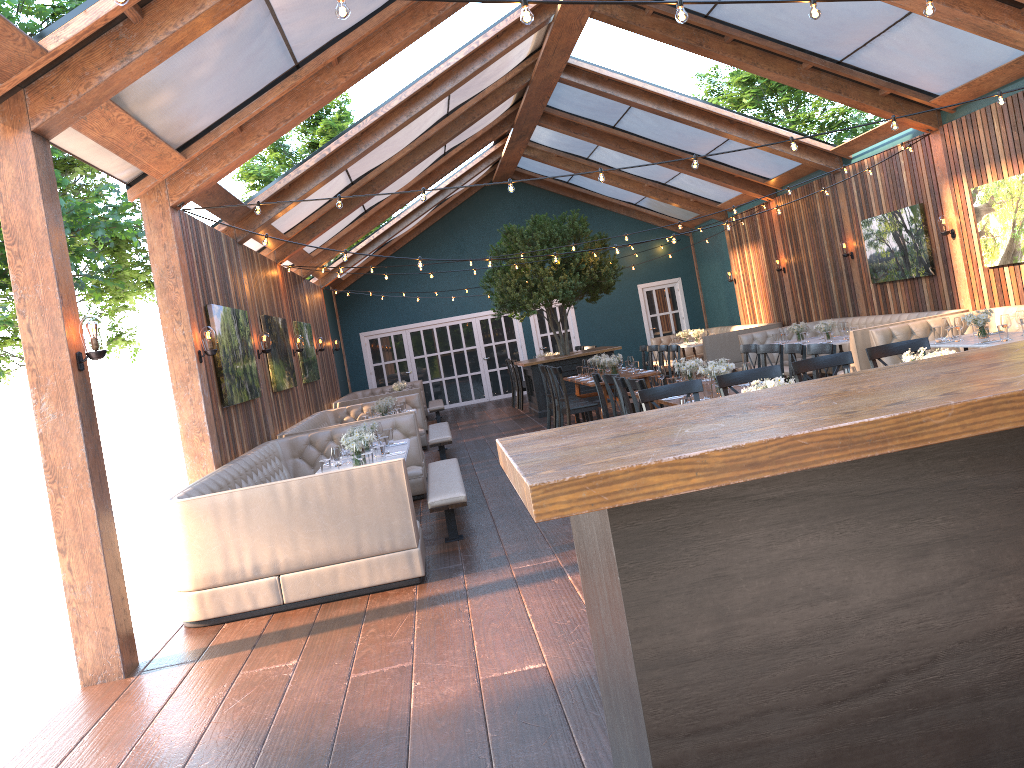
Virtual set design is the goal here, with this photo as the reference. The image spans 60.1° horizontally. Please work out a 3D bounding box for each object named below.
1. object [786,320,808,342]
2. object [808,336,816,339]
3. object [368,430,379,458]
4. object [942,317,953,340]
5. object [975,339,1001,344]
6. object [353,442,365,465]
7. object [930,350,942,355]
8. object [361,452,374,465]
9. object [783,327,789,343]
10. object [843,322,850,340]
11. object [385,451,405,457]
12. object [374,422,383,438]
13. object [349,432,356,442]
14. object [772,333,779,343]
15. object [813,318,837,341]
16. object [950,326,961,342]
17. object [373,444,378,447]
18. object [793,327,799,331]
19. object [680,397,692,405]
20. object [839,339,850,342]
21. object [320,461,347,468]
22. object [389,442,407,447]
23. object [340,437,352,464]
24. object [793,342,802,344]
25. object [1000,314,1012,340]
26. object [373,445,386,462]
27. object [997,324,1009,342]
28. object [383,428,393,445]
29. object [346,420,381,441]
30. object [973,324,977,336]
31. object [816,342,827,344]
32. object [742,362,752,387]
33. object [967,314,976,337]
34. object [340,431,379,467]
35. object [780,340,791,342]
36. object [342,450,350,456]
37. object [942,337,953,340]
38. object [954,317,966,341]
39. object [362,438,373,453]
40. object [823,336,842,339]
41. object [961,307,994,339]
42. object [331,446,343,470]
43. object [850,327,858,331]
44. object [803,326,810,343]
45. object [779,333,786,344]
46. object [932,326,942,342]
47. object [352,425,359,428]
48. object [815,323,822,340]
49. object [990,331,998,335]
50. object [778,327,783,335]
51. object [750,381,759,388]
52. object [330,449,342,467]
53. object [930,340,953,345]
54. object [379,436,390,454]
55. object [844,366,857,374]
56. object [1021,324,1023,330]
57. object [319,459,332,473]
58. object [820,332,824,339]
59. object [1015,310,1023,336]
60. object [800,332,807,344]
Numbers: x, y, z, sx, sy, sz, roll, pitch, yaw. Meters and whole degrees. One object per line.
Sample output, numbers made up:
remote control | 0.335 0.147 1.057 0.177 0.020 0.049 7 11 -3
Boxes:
object | 4.412 -0.811 13.624 0.335 0.309 0.330 -10 1 7
object | 4.663 -0.724 13.898 0.255 0.019 0.157 -10 3 -5
object | -1.256 0.543 8.066 0.092 0.244 0.093 -10 0 37
object | 4.699 -0.593 9.548 0.092 0.244 0.093 -10 0 43
object | 4.650 -0.416 8.615 0.255 0.019 0.157 -10 3 -5
object | -1.215 0.593 7.085 0.092 0.244 0.093 -10 0 37
object | 2.774 -0.092 5.742 0.092 0.244 0.093 -10 0 37
object | -1.135 0.627 7.004 0.092 0.158 0.091 -10 0 -19
object | 4.284 -0.766 13.811 0.092 0.244 0.093 -10 0 43
object | 4.617 -0.732 12.202 0.092 0.244 0.093 -10 0 43
object | -1.094 0.633 7.985 0.255 0.019 0.157 -10 3 -5
object | -1.331 0.510 8.863 0.092 0.244 0.093 -10 0 43
object | -1.548 0.558 8.694 0.092 0.244 0.093 -10 0 43
object | 4.210 -0.728 14.133 0.092 0.158 0.091 -10 0 -19
object | 4.502 -0.772 12.669 0.335 0.309 0.330 -10 2 11
object | 4.636 -0.520 9.233 0.092 0.158 0.091 -10 0 -19
object | -1.458 0.634 9.080 0.157 0.019 0.255 -10 3 -5
object | 4.501 -0.814 13.980 0.092 0.244 0.093 -10 0 43
object | 1.113 0.211 5.575 0.092 0.244 0.093 -10 0 37
object | 4.557 -0.599 12.056 0.157 0.019 0.255 -10 3 -5
object | -1.607 0.723 8.003 0.255 0.019 0.157 -10 3 -5
object | -1.168 0.601 8.782 0.255 0.019 0.157 -10 3 -5
object | -1.483 0.591 7.923 0.092 0.244 0.093 -10 0 37
object | 4.225 -0.602 13.119 0.255 0.019 0.157 -10 3 -5
object | 4.773 -0.547 8.536 0.092 0.244 0.093 -10 0 37
object | -1.099 0.598 7.392 0.092 0.158 0.091 -10 0 -19
object | 4.700 -0.487 8.462 0.092 0.158 0.091 -10 0 -19
object | -1.243 0.534 8.936 0.092 0.158 0.091 -10 0 -19
object | -1.428 0.515 8.505 0.328 0.309 0.337 -10 2 17
object | 5.013 -0.605 9.549 0.092 0.158 0.091 -10 0 -19
object | 4.302 -0.569 12.327 0.255 0.019 0.157 -10 3 -5
object | 2.014 -0.061 7.533 0.092 0.244 0.093 -10 0 37
object | 4.926 -0.629 9.476 0.092 0.244 0.093 -10 0 43
object | -1.319 0.551 7.558 0.331 0.309 0.334 -11 2 -31
object | 4.373 -0.690 14.197 0.157 0.019 0.255 -10 3 -5
object | -1.620 0.619 8.620 0.092 0.158 0.091 -10 0 -19
object | 4.798 -0.504 9.693 0.157 0.019 0.255 -10 3 -5
object | 4.709 -0.581 9.306 0.092 0.244 0.093 -10 0 43
object | -1.187 0.574 7.319 0.092 0.244 0.093 -10 0 37
object | 4.738 -0.691 13.101 0.255 0.019 0.157 -10 3 -5
object | 4.823 -0.623 9.117 0.328 0.309 0.337 -10 2 17
object | -1.406 0.624 7.131 0.092 0.244 0.093 -10 0 37
object | 4.696 -0.698 12.120 0.091 0.158 0.092 -10 0 31
object | 4.348 -0.733 13.040 0.092 0.244 0.093 -10 0 43
object | 4.212 -0.706 13.737 0.092 0.158 0.091 -10 0 -19
object | 4.634 -0.543 9.629 0.092 0.158 0.091 -10 0 -19
object | -1.557 0.546 8.936 0.092 0.244 0.093 -10 0 43
object | 4.575 -0.781 13.183 0.092 0.244 0.093 -10 0 43
object | 5.088 -0.538 9.394 0.255 0.019 0.157 -10 3 -5
object | 4.274 -0.779 14.052 0.092 0.244 0.093 -10 0 43
object | 2.084 -0.035 7.621 0.091 0.158 0.092 -10 0 21
object | -1.556 0.652 7.850 0.092 0.158 0.091 -10 0 -19
object | 4.585 -0.449 9.386 0.255 0.019 0.157 -10 3 -5
object | -1.169 0.567 8.139 0.092 0.158 0.091 -10 0 -19
object | 2.193 0.013 5.694 0.092 0.244 0.093 -10 0 37
object | 5.087 -0.572 8.752 0.092 0.158 0.091 -10 0 -19
object | -1.479 0.684 7.057 0.092 0.158 0.091 -10 0 -19
object | 4.663 -0.757 13.256 0.092 0.158 0.091 -10 0 -19
object | 5.000 -0.596 8.679 0.092 0.244 0.093 -10 0 37
object | 4.276 -0.672 12.966 0.092 0.158 0.091 -10 0 -19
